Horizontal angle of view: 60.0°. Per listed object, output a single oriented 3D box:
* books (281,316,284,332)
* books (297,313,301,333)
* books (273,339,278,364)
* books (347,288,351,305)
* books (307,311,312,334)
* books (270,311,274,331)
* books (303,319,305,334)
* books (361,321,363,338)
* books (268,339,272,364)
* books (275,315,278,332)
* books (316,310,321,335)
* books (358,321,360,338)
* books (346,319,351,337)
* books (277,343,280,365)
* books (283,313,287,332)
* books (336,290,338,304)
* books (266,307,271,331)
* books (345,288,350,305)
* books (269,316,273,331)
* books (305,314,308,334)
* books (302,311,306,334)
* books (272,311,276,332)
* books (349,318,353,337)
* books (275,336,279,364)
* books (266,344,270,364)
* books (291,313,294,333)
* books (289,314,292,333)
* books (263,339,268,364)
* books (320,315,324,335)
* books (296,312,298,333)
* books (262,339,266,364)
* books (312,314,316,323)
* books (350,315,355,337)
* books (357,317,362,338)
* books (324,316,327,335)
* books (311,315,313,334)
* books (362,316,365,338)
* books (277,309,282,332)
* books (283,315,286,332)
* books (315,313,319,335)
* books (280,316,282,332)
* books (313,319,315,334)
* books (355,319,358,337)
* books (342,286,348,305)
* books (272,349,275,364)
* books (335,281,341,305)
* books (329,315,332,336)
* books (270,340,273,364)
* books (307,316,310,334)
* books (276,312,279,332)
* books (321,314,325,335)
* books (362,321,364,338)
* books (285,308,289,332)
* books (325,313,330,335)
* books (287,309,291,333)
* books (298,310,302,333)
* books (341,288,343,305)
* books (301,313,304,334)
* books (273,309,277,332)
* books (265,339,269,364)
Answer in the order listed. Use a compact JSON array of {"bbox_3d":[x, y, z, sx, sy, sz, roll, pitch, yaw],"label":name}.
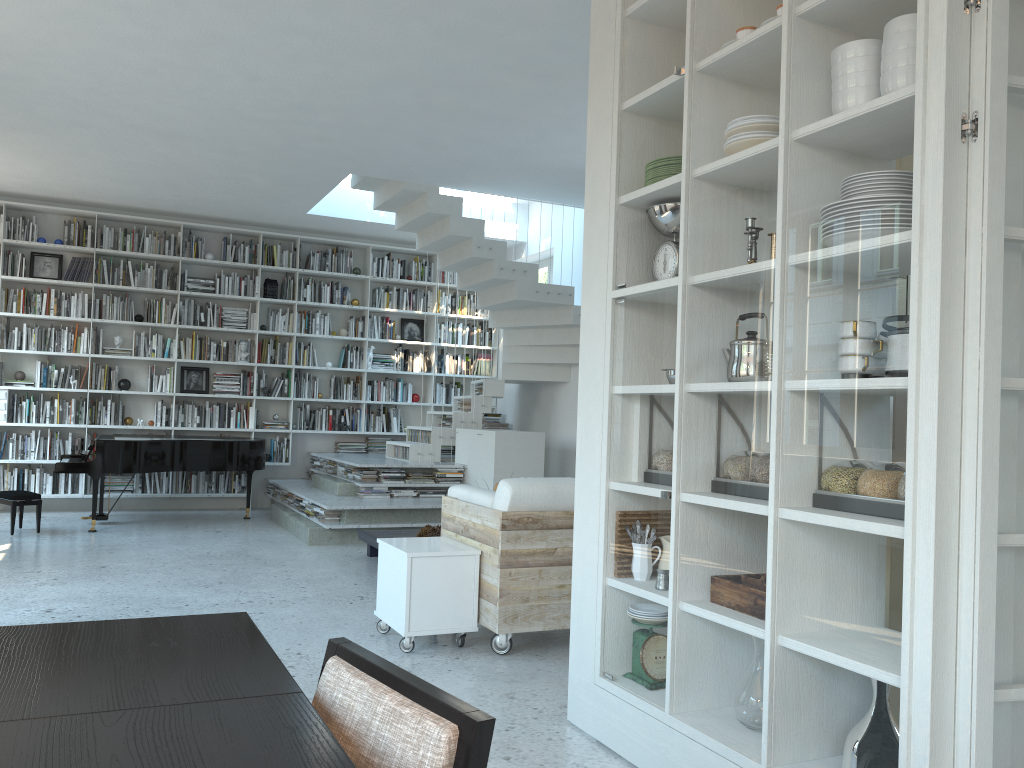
[{"bbox_3d":[-2.656,-0.678,10.200,0.027,0.196,0.185,3,-2,-25],"label":"books"},{"bbox_3d":[-2.490,-0.692,10.303,0.030,0.242,0.138,3,-2,-25],"label":"books"},{"bbox_3d":[-2.716,-0.362,10.157,0.019,0.293,0.182,3,-2,-25],"label":"books"},{"bbox_3d":[-1.952,-1.025,10.555,0.026,0.229,0.140,3,-2,-25],"label":"books"},{"bbox_3d":[-2.364,-0.706,10.329,0.014,0.280,0.177,3,-2,-25],"label":"books"},{"bbox_3d":[-2.763,-0.706,10.170,0.024,0.242,0.159,3,-2,-25],"label":"books"},{"bbox_3d":[-2.439,-0.658,10.317,0.021,0.179,0.136,3,-2,-25],"label":"books"},{"bbox_3d":[-1.817,-0.639,10.589,0.013,0.204,0.173,3,-2,-25],"label":"books"},{"bbox_3d":[-2.780,-0.365,10.142,0.019,0.294,0.163,3,-2,-25],"label":"books"},{"bbox_3d":[-2.722,-0.687,10.183,0.023,0.207,0.171,3,-2,-25],"label":"books"},{"bbox_3d":[-2.275,-0.708,10.395,0.027,0.295,0.159,3,-2,-25],"label":"books"},{"bbox_3d":[-1.847,-0.639,10.587,0.013,0.202,0.173,3,-2,-25],"label":"books"},{"bbox_3d":[-1.944,-0.653,10.555,0.015,0.220,0.140,3,-2,-25],"label":"books"},{"bbox_3d":[-2.698,-0.340,10.190,0.033,0.253,0.174,3,-2,-25],"label":"books"},{"bbox_3d":[-2.623,-0.695,10.224,0.024,0.234,0.149,3,-2,-25],"label":"books"},{"bbox_3d":[-2.090,-1.009,10.472,0.027,0.181,0.176,3,-2,-25],"label":"books"},{"bbox_3d":[-2.791,-0.729,10.158,0.018,0.285,0.159,3,-2,-25],"label":"books"},{"bbox_3d":[-1.978,-1.020,10.523,0.048,0.216,0.182,3,-2,-25],"label":"books"},{"bbox_3d":[-2.772,-0.679,10.143,0.028,0.185,0.181,3,-2,-25],"label":"books"},{"bbox_3d":[-2.408,-0.685,10.328,0.013,0.236,0.157,3,-2,-25],"label":"books"},{"bbox_3d":[-2.428,-0.709,10.341,0.014,0.284,0.135,3,-2,-25],"label":"books"},{"bbox_3d":[-2.745,-0.709,10.173,0.028,0.250,0.164,3,-2,-25],"label":"books"},{"bbox_3d":[-1.924,-0.658,10.558,0.012,0.232,0.154,3,-2,-25],"label":"books"},{"bbox_3d":[-2.711,-0.383,10.180,0.021,0.337,0.169,3,-2,-25],"label":"books"},{"bbox_3d":[-2.798,-0.335,10.137,0.015,0.231,0.180,3,-2,-25],"label":"books"},{"bbox_3d":[-2.560,-0.694,10.252,0.026,0.238,0.173,3,-2,-25],"label":"books"},{"bbox_3d":[-2.571,-0.691,10.230,0.028,0.229,0.176,3,-2,-25],"label":"books"},{"bbox_3d":[-2.823,-0.367,10.119,0.035,0.293,0.145,3,-2,-25],"label":"books"},{"bbox_3d":[-2.246,-0.682,10.392,0.025,0.244,0.183,3,-2,-25],"label":"books"},{"bbox_3d":[-2.518,-0.699,10.264,0.028,0.251,0.190,3,-2,-25],"label":"books"},{"bbox_3d":[-2.841,-0.367,10.127,0.035,0.293,0.145,3,-2,-25],"label":"books"},{"bbox_3d":[-2.320,-0.691,10.373,0.011,0.257,0.131,3,-2,-25],"label":"books"},{"bbox_3d":[-1.907,-0.675,10.553,0.015,0.267,0.164,3,-2,-25],"label":"books"},{"bbox_3d":[-1.829,-0.666,10.585,0.016,0.257,0.176,3,-2,-25],"label":"books"},{"bbox_3d":[-2.206,-0.673,10.417,0.021,0.232,0.183,3,-2,-25],"label":"books"},{"bbox_3d":[-2.351,-0.683,10.342,0.022,0.237,0.164,3,-2,-25],"label":"books"},{"bbox_3d":[-1.784,-0.674,10.602,0.005,0.278,0.182,3,-2,-25],"label":"books"},{"bbox_3d":[-2.680,-0.719,10.173,0.028,0.275,0.187,3,-2,-25],"label":"books"},{"bbox_3d":[-2.637,-0.684,10.210,0.029,0.211,0.157,3,-2,-25],"label":"books"},{"bbox_3d":[-2.290,-0.694,10.360,0.030,0.263,0.182,3,-2,-25],"label":"books"},{"bbox_3d":[-2.672,-0.678,10.189,0.024,0.195,0.173,3,-2,-25],"label":"books"},{"bbox_3d":[-2.334,-0.661,10.359,0.025,0.194,0.171,3,-2,-25],"label":"books"},{"bbox_3d":[-1.874,-0.653,10.582,0.016,0.228,0.160,3,-2,-25],"label":"books"},{"bbox_3d":[-1.994,-1.031,10.506,0.054,0.235,0.171,3,-2,-25],"label":"books"},{"bbox_3d":[-2.752,-0.306,10.183,0.030,0.181,0.131,3,-2,-25],"label":"books"},{"bbox_3d":[-2.057,-1.059,10.474,0.029,0.285,0.183,3,-2,-25],"label":"books"},{"bbox_3d":[-2.155,-0.680,10.454,0.034,0.254,0.161,3,-2,-25],"label":"books"},{"bbox_3d":[-2.772,-0.356,10.171,0.035,0.278,0.139,3,-2,-25],"label":"books"},{"bbox_3d":[-2.392,-0.674,10.337,0.026,0.216,0.161,3,-2,-25],"label":"books"},{"bbox_3d":[-2.706,-0.700,10.185,0.023,0.236,0.178,3,-2,-25],"label":"books"},{"bbox_3d":[-2.232,-0.689,10.421,0.024,0.262,0.133,3,-2,-25],"label":"books"},{"bbox_3d":[-1.796,-0.639,10.603,0.012,0.206,0.169,3,-2,-25],"label":"books"},{"bbox_3d":[-2.607,-0.724,10.234,0.028,0.293,0.154,3,-2,-25],"label":"books"},{"bbox_3d":[-2.180,-0.692,10.417,0.024,0.272,0.169,3,-2,-25],"label":"books"},{"bbox_3d":[-2.592,-0.715,10.238,0.025,0.277,0.173,3,-2,-25],"label":"books"},{"bbox_3d":[-2.467,-0.709,10.309,0.014,0.278,0.154,3,-2,-25],"label":"books"},{"bbox_3d":[-2.038,-1.022,10.498,0.030,0.213,0.156,3,-2,-25],"label":"books"},{"bbox_3d":[-2.448,-0.694,10.299,0.014,0.247,0.176,3,-2,-25],"label":"books"},{"bbox_3d":[-2.731,-0.721,10.180,0.019,0.275,0.146,3,-2,-25],"label":"books"},{"bbox_3d":[-2.818,-0.366,10.138,0.035,0.293,0.145,3,-2,-25],"label":"books"}]
